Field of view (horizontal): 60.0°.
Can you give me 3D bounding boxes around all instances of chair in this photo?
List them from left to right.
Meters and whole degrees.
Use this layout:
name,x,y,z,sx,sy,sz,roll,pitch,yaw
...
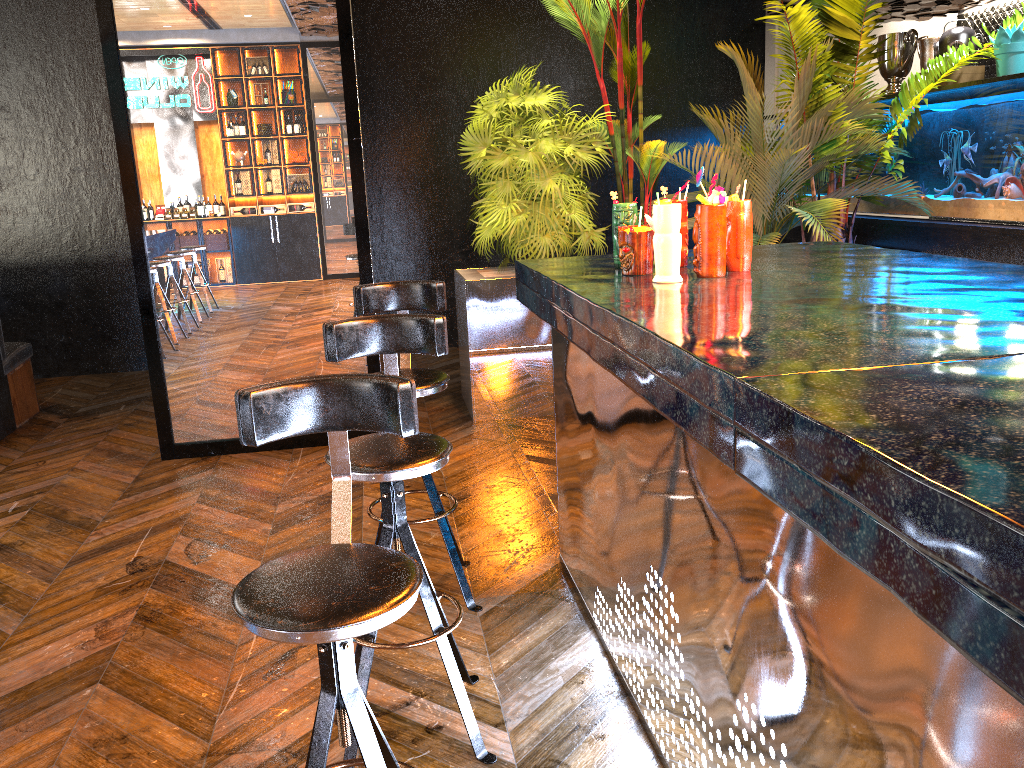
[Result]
name,x,y,z,sx,sy,sz,roll,pitch,yaw
chair,-0.309,0.570,1.611,0.419,1.108,0.476,-5,13,-8
chair,-0.307,0.398,2.346,0.419,1.108,0.476,-5,13,-8
chair,-0.370,0.213,3.145,0.419,1.108,0.476,-5,13,-8

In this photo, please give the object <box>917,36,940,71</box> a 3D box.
name,x,y,z,sx,sy,sz,roll,pitch,yaw
object,2.863,-2.161,5.988,0.232,0.398,0.378,2,14,21

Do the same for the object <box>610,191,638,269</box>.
name,x,y,z,sx,sy,sz,roll,pitch,yaw
object,0.348,-0.479,2.748,0.084,0.237,0.086,0,13,10

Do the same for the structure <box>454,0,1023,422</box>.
name,x,y,z,sx,sy,sz,roll,pitch,yaw
structure,1.614,-1.757,5.748,4.073,3.561,1.873,-4,13,-7

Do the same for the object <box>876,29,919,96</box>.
name,x,y,z,sx,sy,sz,roll,pitch,yaw
object,2.785,-2.298,6.443,0.250,0.472,0.458,2,14,18

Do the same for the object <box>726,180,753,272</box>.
name,x,y,z,sx,sy,sz,roll,pitch,yaw
object,0.638,-0.449,2.523,0.091,0.254,0.080,-4,13,-6

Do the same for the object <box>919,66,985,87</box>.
name,x,y,z,sx,sy,sz,roll,pitch,yaw
object,2.821,-1.955,5.712,0.250,0.135,0.320,-5,13,-8

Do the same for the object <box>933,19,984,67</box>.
name,x,y,z,sx,sy,sz,roll,pitch,yaw
object,2.824,-2.152,5.615,0.290,0.292,0.278,4,15,28

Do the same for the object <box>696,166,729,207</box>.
name,x,y,z,sx,sy,sz,roll,pitch,yaw
object,0.592,-0.496,2.636,0.105,0.298,0.116,3,14,22

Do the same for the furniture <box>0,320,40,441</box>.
name,x,y,z,sx,sy,sz,roll,pitch,yaw
furniture,-6.707,0.120,4.800,7.087,1.137,1.802,-5,13,-8

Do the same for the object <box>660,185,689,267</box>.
name,x,y,z,sx,sy,sz,roll,pitch,yaw
object,0.499,-0.483,2.714,0.084,0.246,0.078,-5,13,-10

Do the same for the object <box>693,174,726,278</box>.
name,x,y,z,sx,sy,sz,roll,pitch,yaw
object,0.539,-0.432,2.421,0.091,0.277,0.080,3,14,23

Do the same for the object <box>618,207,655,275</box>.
name,x,y,z,sx,sy,sz,roll,pitch,yaw
object,0.375,-0.417,2.578,0.131,0.191,0.110,-2,13,4

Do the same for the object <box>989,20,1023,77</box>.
name,x,y,z,sx,sy,sz,roll,pitch,yaw
object,2.853,-1.892,5.044,0.245,0.325,0.265,-15,18,-43

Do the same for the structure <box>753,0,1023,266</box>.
name,x,y,z,sx,sy,sz,roll,pitch,yaw
structure,2.822,-1.917,5.808,0.705,3.734,4.269,-5,13,-8

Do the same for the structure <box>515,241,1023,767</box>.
name,x,y,z,sx,sy,sz,roll,pitch,yaw
structure,1.086,0.474,0.464,1.214,1.685,6.009,-5,13,-8

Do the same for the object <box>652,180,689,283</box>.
name,x,y,z,sx,sy,sz,roll,pitch,yaw
object,0.421,-0.404,2.354,0.099,0.264,0.081,0,14,12
